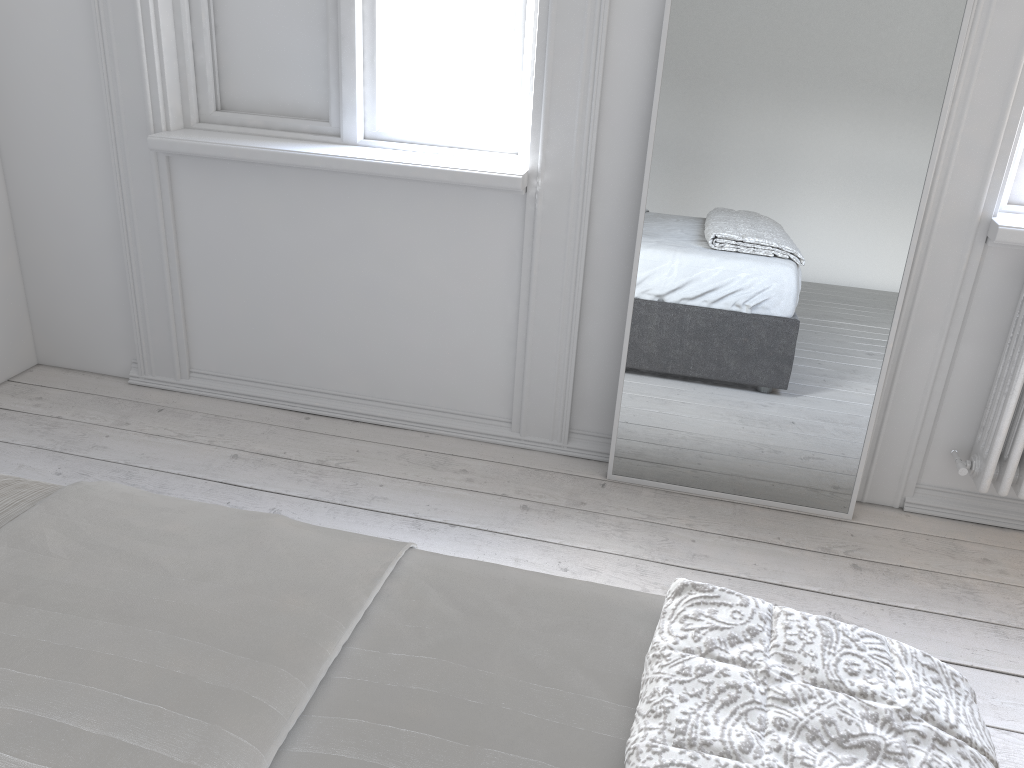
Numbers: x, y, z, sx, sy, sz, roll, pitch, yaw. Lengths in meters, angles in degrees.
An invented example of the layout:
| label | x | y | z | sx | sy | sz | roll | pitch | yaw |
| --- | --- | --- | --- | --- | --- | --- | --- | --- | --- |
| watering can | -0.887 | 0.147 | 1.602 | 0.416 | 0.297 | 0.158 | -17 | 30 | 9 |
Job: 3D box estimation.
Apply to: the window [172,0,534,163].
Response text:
| label | x | y | z | sx | sy | sz | roll | pitch | yaw |
| --- | --- | --- | --- | --- | --- | --- | --- | --- | --- |
| window | -0.408 | -1.380 | 2.243 | 1.047 | 1.535 | 0.079 | 9 | 25 | 11 |

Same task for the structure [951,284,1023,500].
| label | x | y | z | sx | sy | sz | roll | pitch | yaw |
| --- | --- | --- | --- | --- | --- | --- | --- | --- | --- |
| structure | 1.647 | 0.030 | 2.183 | 0.935 | 0.599 | 0.216 | 9 | 25 | 11 |

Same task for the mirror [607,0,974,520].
| label | x | y | z | sx | sy | sz | roll | pitch | yaw |
| --- | --- | --- | --- | --- | --- | --- | --- | --- | --- |
| mirror | 0.655 | -0.411 | 2.205 | 0.669 | 1.552 | 0.145 | 9 | 25 | 11 |

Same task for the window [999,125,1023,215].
| label | x | y | z | sx | sy | sz | roll | pitch | yaw |
| --- | --- | --- | --- | --- | --- | --- | --- | --- | --- |
| window | 1.749 | -1.055 | 1.829 | 1.047 | 1.535 | 0.079 | 9 | 25 | 11 |

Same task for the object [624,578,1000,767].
| label | x | y | z | sx | sy | sz | roll | pitch | yaw |
| --- | --- | --- | --- | --- | --- | --- | --- | --- | --- |
| object | 0.208 | 0.587 | 0.480 | 0.405 | 0.104 | 1.462 | 9 | 25 | 11 |

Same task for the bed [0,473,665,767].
| label | x | y | z | sx | sy | sz | roll | pitch | yaw |
| --- | --- | --- | --- | --- | --- | --- | --- | --- | --- |
| bed | -0.609 | 0.439 | 0.636 | 2.176 | 1.167 | 1.890 | 9 | 25 | 11 |
